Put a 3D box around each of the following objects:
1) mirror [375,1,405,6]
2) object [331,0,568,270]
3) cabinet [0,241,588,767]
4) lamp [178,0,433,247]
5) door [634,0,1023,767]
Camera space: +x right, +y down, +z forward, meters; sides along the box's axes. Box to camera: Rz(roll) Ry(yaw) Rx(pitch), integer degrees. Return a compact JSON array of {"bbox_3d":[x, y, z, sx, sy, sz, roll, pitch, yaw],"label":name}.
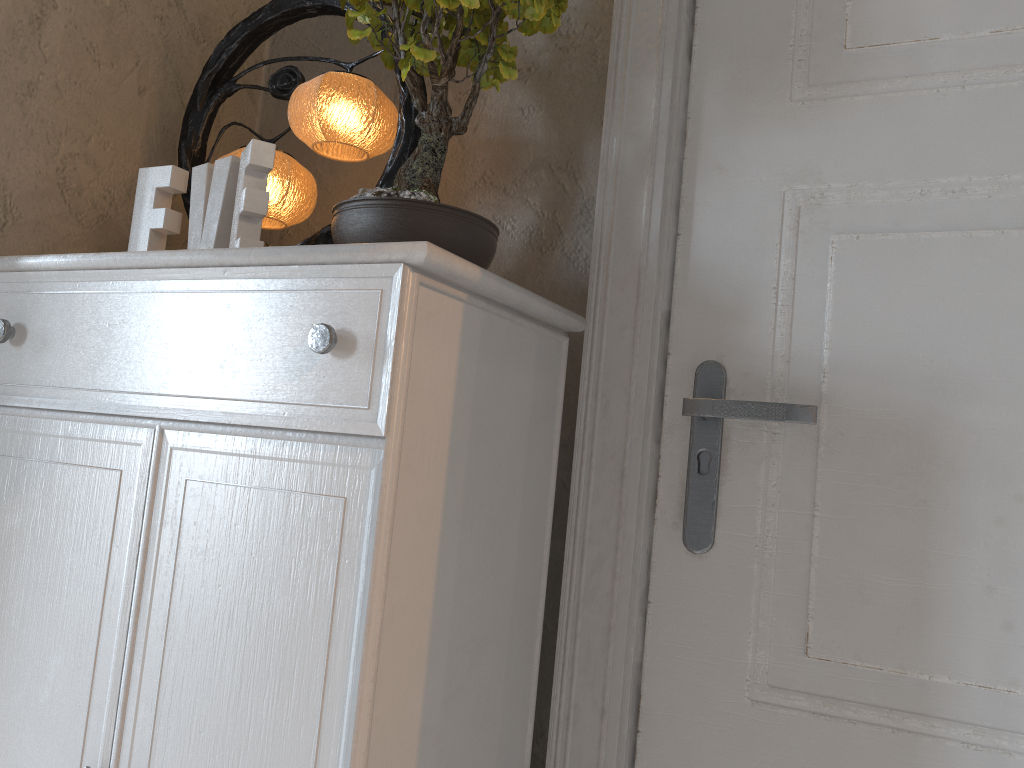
[{"bbox_3d":[-0.092,-0.875,1.350,0.523,0.594,0.072,3,-6,27],"label":"mirror"},{"bbox_3d":[-0.088,-0.385,1.040,0.346,0.553,0.292,8,-6,-28],"label":"object"},{"bbox_3d":[-0.346,0.523,1.016,0.655,1.297,0.390,3,-6,27],"label":"cabinet"},{"bbox_3d":[-0.307,-0.272,1.222,0.440,0.558,0.175,2,-7,35],"label":"lamp"},{"bbox_3d":[0.506,0.124,0.915,0.738,2.184,0.081,3,-6,26],"label":"door"}]
